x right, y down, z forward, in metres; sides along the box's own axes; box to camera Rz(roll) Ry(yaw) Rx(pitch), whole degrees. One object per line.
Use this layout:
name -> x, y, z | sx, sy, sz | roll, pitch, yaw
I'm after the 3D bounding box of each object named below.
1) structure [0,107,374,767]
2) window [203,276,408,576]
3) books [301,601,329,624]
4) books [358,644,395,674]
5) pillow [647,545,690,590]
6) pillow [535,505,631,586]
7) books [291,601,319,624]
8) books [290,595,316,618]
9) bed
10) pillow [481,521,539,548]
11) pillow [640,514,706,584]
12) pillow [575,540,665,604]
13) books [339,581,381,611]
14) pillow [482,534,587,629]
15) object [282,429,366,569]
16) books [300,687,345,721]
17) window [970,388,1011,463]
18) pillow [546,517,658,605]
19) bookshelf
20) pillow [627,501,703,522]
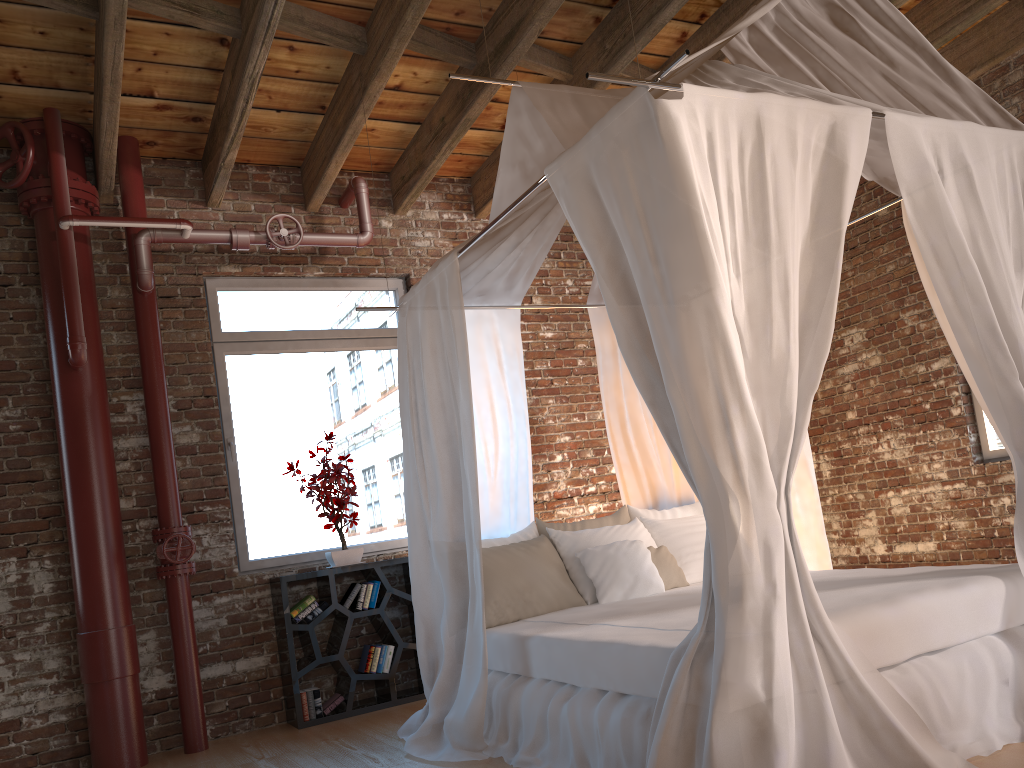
structure -> -1.602, 0.220, 4.899 | 2.009, 3.441, 0.577 | -5, -5, -29
window -> -1.183, 0.206, 5.549 | 1.352, 1.836, 0.168 | -5, -5, -29
books -> -1.134, 1.309, 5.052 | 0.158, 0.113, 0.134 | -4, -8, -28
books -> -0.796, 1.616, 5.189 | 0.204, 0.179, 0.134 | -5, -7, -28
pillow -> 0.739, 0.939, 4.493 | 0.290, 0.232, 0.162 | -4, -7, -30
pillow -> 0.430, 0.917, 4.717 | 0.635, 0.491, 0.209 | -4, -6, -29
books -> -1.186, 1.301, 5.025 | 0.155, 0.108, 0.134 | -4, -8, -28
books -> -1.203, 1.266, 5.021 | 0.155, 0.108, 0.134 | -4, -8, -28
bed -> 0.716, -0.495, 3.895 | 2.510, 3.856, 2.673 | -5, -6, -28
pillow -> -0.079, 0.963, 4.427 | 0.636, 0.489, 0.199 | -5, -6, -28
pillow -> 1.053, 0.893, 4.833 | 0.632, 0.430, 0.293 | -4, -7, -28
pillow -> 0.536, 0.922, 4.347 | 0.386, 0.289, 0.216 | -6, -6, -20
books -> -0.896, 1.250, 5.189 | 0.245, 0.165, 0.134 | -4, -7, -28
pillow -> 0.012, 0.957, 4.253 | 0.616, 0.411, 0.359 | -4, -8, -31
object -> -1.093, 0.673, 5.232 | 0.418, 0.834, 0.396 | -5, -6, -33
books -> -1.082, 1.801, 5.007 | 0.251, 0.159, 0.134 | -4, -7, -28
window -> 3.185, -0.509, 5.201 | 0.172, 1.836, 1.318 | -6, -6, -27
pillow -> 0.525, 0.889, 4.541 | 0.615, 0.400, 0.349 | -4, -8, -31
bookshelf -> -0.923, 1.497, 5.218 | 0.860, 0.840, 0.293 | -5, -6, -29
pillow -> 0.961, 0.890, 5.006 | 0.634, 0.495, 0.208 | -5, -6, -29
